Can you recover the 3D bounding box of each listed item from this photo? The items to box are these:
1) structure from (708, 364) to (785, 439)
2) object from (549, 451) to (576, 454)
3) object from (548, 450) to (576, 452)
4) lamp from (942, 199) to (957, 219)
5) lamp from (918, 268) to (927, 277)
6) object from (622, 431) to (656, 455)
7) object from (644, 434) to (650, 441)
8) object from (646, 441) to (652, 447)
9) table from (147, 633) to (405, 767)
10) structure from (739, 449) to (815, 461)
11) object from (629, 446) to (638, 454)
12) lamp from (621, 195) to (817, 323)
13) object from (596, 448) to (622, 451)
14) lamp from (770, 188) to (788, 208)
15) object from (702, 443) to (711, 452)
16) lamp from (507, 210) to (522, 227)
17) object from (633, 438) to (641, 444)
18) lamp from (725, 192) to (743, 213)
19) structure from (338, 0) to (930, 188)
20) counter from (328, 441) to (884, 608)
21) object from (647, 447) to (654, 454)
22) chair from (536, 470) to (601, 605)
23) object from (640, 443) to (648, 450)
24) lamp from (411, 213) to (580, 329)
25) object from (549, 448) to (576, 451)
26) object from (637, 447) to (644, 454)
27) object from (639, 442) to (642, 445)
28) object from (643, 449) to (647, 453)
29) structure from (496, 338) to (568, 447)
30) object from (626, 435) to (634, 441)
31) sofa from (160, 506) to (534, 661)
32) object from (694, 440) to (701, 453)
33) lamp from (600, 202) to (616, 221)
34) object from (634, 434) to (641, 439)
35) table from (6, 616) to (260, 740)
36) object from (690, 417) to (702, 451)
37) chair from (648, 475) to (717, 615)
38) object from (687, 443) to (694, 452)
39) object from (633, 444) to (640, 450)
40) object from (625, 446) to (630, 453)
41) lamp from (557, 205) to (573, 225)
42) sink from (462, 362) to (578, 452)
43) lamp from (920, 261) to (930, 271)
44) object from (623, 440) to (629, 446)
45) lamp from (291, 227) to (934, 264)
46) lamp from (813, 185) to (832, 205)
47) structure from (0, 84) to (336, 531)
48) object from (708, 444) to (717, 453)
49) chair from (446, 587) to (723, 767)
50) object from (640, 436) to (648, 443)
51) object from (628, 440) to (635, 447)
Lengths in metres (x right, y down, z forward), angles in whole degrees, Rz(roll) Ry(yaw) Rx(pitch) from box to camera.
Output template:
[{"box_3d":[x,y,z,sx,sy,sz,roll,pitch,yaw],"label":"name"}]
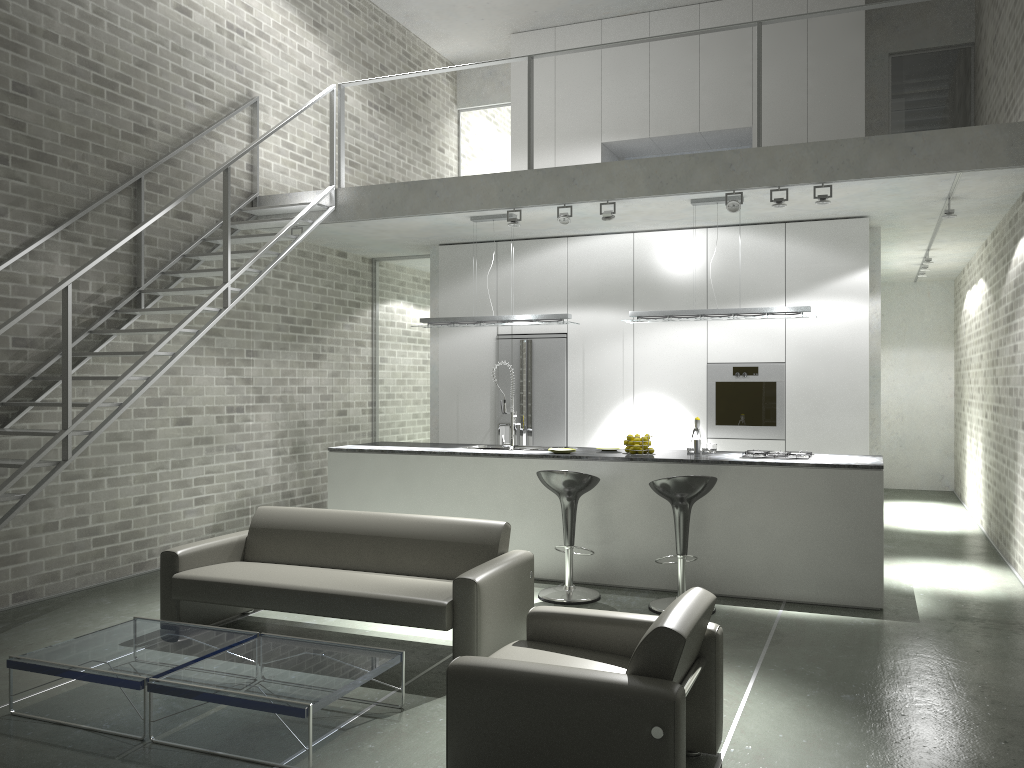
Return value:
[{"box_3d":[2.140,0.159,8.129,0.692,0.680,0.036,0,0,22],"label":"structure"},{"box_3d":[0.396,0.538,7.010,0.217,0.017,0.216,0,0,-35],"label":"object"},{"box_3d":[0.397,0.533,7.010,0.217,0.017,0.216,0,0,-35],"label":"object"},{"box_3d":[3.471,-1.389,7.041,0.109,0.132,0.109,0,0,-26],"label":"lamp"},{"box_3d":[5.044,-1.387,10.900,0.109,0.135,0.109,0,0,-26],"label":"lamp"},{"box_3d":[0.990,0.459,6.927,0.189,0.174,0.207,0,0,-23],"label":"object"},{"box_3d":[1.057,0.418,6.932,0.050,0.060,0.059,0,0,12],"label":"object"},{"box_3d":[1.061,0.467,6.912,0.061,0.054,0.053,0,0,-32],"label":"object"},{"box_3d":[-1.027,1.392,3.979,0.820,0.270,0.800,0,0,22],"label":"table"},{"box_3d":[1.987,0.528,6.634,0.500,0.038,0.500,0,0,22],"label":"structure"},{"box_3d":[0.946,0.516,6.892,0.064,0.063,0.074,0,0,33],"label":"object"},{"box_3d":[1.631,-0.992,7.048,1.490,0.964,0.290,0,0,22],"label":"lamp"},{"box_3d":[0.799,0.538,7.284,0.217,0.017,0.216,0,0,-42],"label":"object"},{"box_3d":[1.993,-1.387,6.613,0.109,0.135,0.109,0,0,-20],"label":"lamp"},{"box_3d":[1.562,0.511,7.134,0.064,0.070,0.063,0,0,-30],"label":"object"},{"box_3d":[0.018,-1.387,7.414,0.109,0.136,0.109,0,0,-26],"label":"lamp"},{"box_3d":[0.966,0.443,6.864,0.061,0.052,0.053,0,0,25],"label":"object"},{"box_3d":[1.681,-1.377,6.721,0.131,0.154,0.098,0,0,22],"label":"lamp"},{"box_3d":[1.008,-2.238,7.021,5.560,0.972,0.070,0,0,22],"label":"structure"},{"box_3d":[0.625,1.026,7.193,4.400,0.960,0.900,0,0,22],"label":"counter"},{"box_3d":[1.076,0.517,6.891,0.062,0.052,0.053,0,0,-38],"label":"object"},{"box_3d":[0.408,1.061,6.337,0.457,0.931,0.464,0,0,36],"label":"chair"},{"box_3d":[1.022,0.482,6.868,0.061,0.055,0.051,0,0,-9],"label":"object"},{"box_3d":[-0.162,-0.992,7.779,1.490,0.964,0.290,0,0,22],"label":"lamp"},{"box_3d":[0.397,0.524,7.010,0.217,0.017,0.216,0,0,-35],"label":"object"},{"box_3d":[0.994,0.517,6.859,0.051,0.053,0.063,0,0,20],"label":"object"},{"box_3d":[1.003,0.478,6.892,0.051,0.053,0.062,0,0,20],"label":"object"},{"box_3d":[1.032,0.519,6.931,0.061,0.055,0.050,0,0,-32],"label":"object"},{"box_3d":[0.202,0.496,8.948,0.743,1.900,0.160,0,0,22],"label":"structure"},{"box_3d":[0.921,0.420,6.923,0.053,0.051,0.063,0,0,-30],"label":"object"},{"box_3d":[-0.998,1.168,5.266,2.114,0.717,0.902,0,0,22],"label":"sofa"},{"box_3d":[1.462,0.493,6.997,0.060,0.106,0.060,0,0,16],"label":"object"},{"box_3d":[0.772,-1.379,7.122,0.115,0.151,0.115,0,0,-25],"label":"lamp"},{"box_3d":[0.980,0.416,6.930,0.051,0.053,0.063,0,0,14],"label":"object"},{"box_3d":[-1.804,1.392,4.295,0.820,0.270,0.800,0,0,22],"label":"table"},{"box_3d":[1.474,0.402,7.006,0.088,0.288,0.101,0,0,-38],"label":"object"},{"box_3d":[1.154,1.061,5.996,0.457,0.931,0.464,0,0,3],"label":"chair"},{"box_3d":[1.435,0.511,7.107,0.064,0.070,0.063,0,0,-30],"label":"object"},{"box_3d":[0.960,0.489,6.838,0.061,0.054,0.052,0,0,-11],"label":"object"},{"box_3d":[0.913,0.510,6.943,0.060,0.057,0.052,0,0,14],"label":"object"},{"box_3d":[0.428,-1.379,7.239,0.115,0.151,0.115,0,0,-25],"label":"lamp"},{"box_3d":[0.053,0.318,7.548,0.987,1.023,0.546,0,0,22],"label":"sink"},{"box_3d":[4.812,-1.389,10.330,0.109,0.132,0.109,0,0,-26],"label":"lamp"},{"box_3d":[0.904,0.463,6.961,0.053,0.051,0.063,0,0,-19],"label":"object"},{"box_3d":[1.288,-1.387,8.992,6.854,0.136,0.110,0,0,-13],"label":"lamp"},{"box_3d":[2.277,-1.387,6.497,0.109,0.135,0.109,0,0,-20],"label":"lamp"},{"box_3d":[-2.835,-0.595,6.203,0.902,4.246,4.345,0,0,22],"label":"structure"},{"box_3d":[1.593,0.511,7.047,0.064,0.070,0.063,0,0,30],"label":"object"},{"box_3d":[0.290,1.168,3.435,0.910,0.717,0.963,0,0,22],"label":"chair"},{"box_3d":[1.023,0.431,6.874,0.051,0.053,0.063,0,0,25],"label":"object"},{"box_3d":[0.935,0.465,6.908,0.062,0.053,0.052,0,0,-16],"label":"object"}]
